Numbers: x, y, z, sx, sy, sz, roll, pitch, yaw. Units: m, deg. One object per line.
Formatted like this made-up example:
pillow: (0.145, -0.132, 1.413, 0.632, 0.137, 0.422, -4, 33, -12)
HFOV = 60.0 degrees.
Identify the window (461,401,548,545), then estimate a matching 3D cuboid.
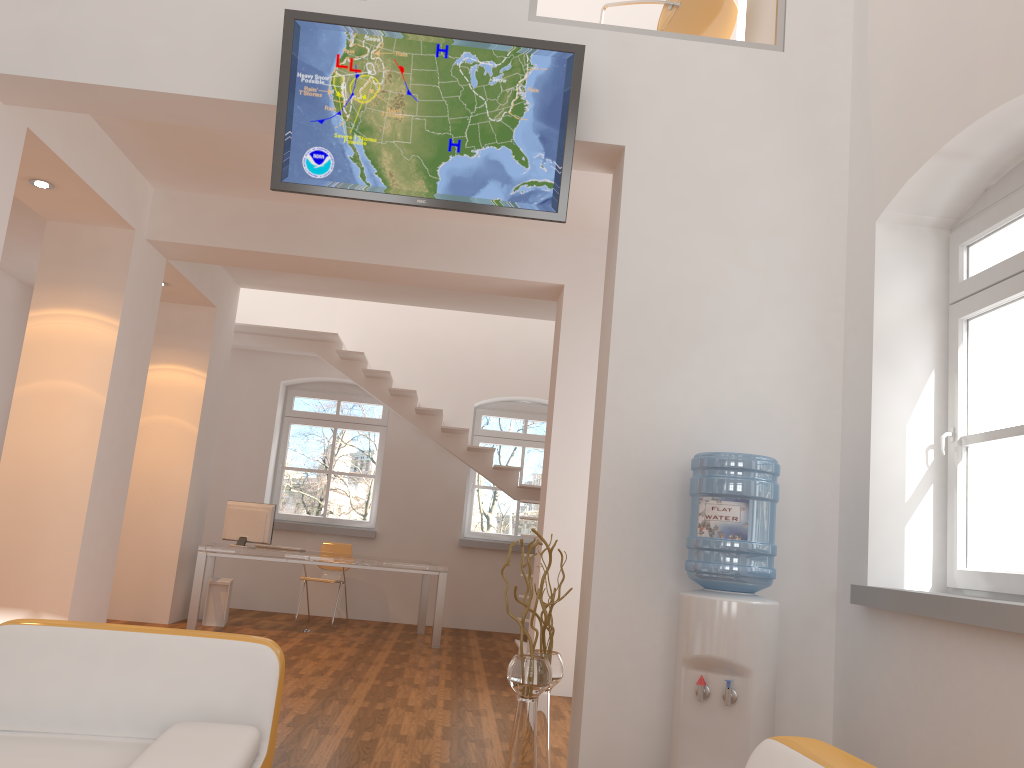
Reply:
window: (0.111, 1.077, 10.789, 1.308, 1.737, 0.142, 6, -10, -3)

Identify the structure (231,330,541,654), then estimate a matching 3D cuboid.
structure: (-1.065, 0.943, 8.629, 4.630, 3.042, 3.450, 6, -10, -3)

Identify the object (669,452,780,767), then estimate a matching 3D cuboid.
object: (0.903, 1.049, 3.727, 0.436, 1.490, 0.436, 9, -10, -17)

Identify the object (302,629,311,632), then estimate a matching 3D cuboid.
object: (-1.973, 2.371, 8.519, 0.054, 0.035, 0.115, 4, -10, 7)

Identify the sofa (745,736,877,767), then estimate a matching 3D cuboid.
sofa: (0.394, 0.962, 1.106, 0.825, 0.661, 2.010, 6, -10, -4)

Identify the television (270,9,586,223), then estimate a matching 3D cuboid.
television: (-0.392, -1.240, 4.143, 1.388, 0.803, 0.266, 6, -10, -3)

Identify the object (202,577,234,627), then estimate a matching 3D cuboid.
object: (-2.825, 2.094, 8.526, 0.200, 0.422, 0.474, 8, -10, -13)

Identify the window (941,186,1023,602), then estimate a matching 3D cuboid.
window: (1.961, -0.011, 3.261, 0.142, 1.627, 1.302, 6, -10, -3)

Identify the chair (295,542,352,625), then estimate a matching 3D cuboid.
chair: (-1.992, 2.113, 9.466, 0.495, 0.829, 0.464, 3, -10, 12)

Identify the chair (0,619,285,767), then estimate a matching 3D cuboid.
chair: (-1.165, 1.050, 2.457, 0.923, 0.661, 0.825, 7, -10, -8)

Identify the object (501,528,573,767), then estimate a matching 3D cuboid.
object: (0.127, 1.250, 4.191, 0.284, 1.112, 0.655, 2, -10, 18)

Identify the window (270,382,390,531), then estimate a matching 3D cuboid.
window: (-2.168, 0.843, 10.683, 1.308, 1.737, 0.142, 6, -10, -3)

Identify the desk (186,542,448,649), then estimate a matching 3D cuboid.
desk: (-1.843, 2.011, 8.527, 2.239, 0.750, 1.092, 8, -10, -13)

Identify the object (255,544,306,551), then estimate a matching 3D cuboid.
object: (-2.280, 1.610, 8.745, 0.467, 0.031, 0.200, 4, -10, 7)

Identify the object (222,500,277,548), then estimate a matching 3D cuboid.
object: (-2.518, 1.321, 8.351, 0.516, 0.418, 0.245, 0, -11, 27)
